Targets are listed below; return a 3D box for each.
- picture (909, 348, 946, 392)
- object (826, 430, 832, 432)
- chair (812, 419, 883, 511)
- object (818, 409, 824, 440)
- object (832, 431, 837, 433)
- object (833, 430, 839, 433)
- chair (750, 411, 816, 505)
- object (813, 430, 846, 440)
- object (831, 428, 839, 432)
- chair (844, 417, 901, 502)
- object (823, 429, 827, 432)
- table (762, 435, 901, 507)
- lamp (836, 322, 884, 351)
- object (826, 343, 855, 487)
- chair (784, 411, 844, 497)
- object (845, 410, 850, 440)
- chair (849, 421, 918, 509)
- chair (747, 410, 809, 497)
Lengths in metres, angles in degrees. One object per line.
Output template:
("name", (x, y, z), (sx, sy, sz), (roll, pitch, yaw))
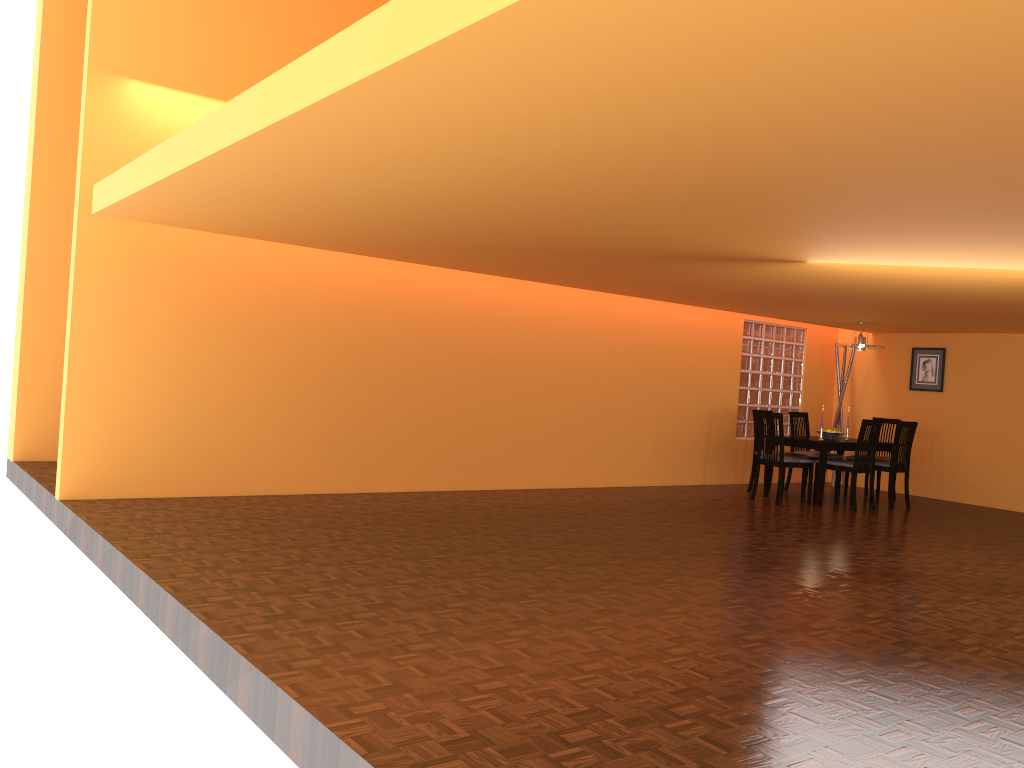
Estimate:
("picture", (4.355, -0.152, 9.299), (0.014, 0.456, 0.361), (4, 1, -36))
("object", (2.953, 0.447, 8.262), (0.046, 0.046, 0.055), (4, 1, 36))
("chair", (3.002, 0.704, 7.911), (0.373, 0.809, 0.465), (4, 1, -36))
("object", (2.842, 0.348, 8.125), (0.044, 0.326, 0.044), (4, 1, 42))
("object", (3.001, 0.462, 8.270), (0.055, 0.046, 0.046), (4, 0, 16))
("object", (3.046, 0.465, 8.313), (0.055, 0.070, 0.066), (4, 1, 35))
("chair", (2.422, 0.663, 7.956), (0.465, 0.809, 0.373), (4, 1, -31))
("object", (2.994, 0.484, 8.347), (0.337, 0.072, 0.337), (4, 1, 20))
("object", (3.054, 0.452, 8.392), (0.069, 0.066, 0.069), (4, 1, -27))
("chair", (3.601, 0.739, 8.818), (0.465, 0.809, 0.373), (4, 1, -41))
("object", (2.956, 0.466, 8.355), (0.087, 0.076, 0.089), (4, 1, -30))
("table", (3.012, 0.814, 8.364), (1.259, 0.584, 0.697), (4, 1, -36))
("lamp", (3.359, -0.460, 8.543), (0.435, 0.274, 0.435), (4, 0, -14))
("object", (3.634, 0.345, 9.809), (0.226, 1.589, 0.308), (4, 0, -14))
("chair", (3.013, 0.697, 8.871), (0.373, 0.809, 0.465), (4, 1, -36))
("object", (3.227, 0.372, 8.515), (0.044, 0.326, 0.044), (4, 1, 42))
("chair", (3.465, 0.734, 8.254), (0.373, 0.809, 0.465), (4, 1, -36))
("chair", (2.550, 0.667, 8.528), (0.373, 0.809, 0.465), (4, 1, -36))
